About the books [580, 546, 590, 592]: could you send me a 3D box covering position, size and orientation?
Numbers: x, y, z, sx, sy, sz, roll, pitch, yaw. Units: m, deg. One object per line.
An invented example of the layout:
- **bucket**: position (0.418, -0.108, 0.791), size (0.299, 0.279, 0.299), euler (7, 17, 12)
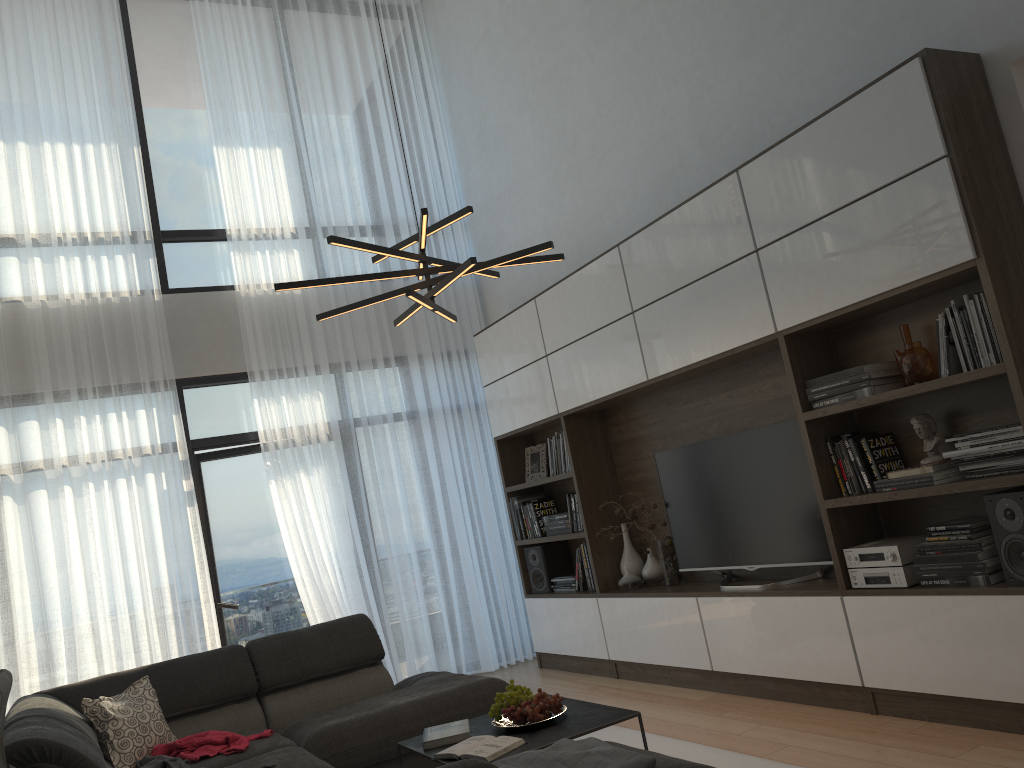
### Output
- **books**: position (0.571, 1.204, 5.877), size (0.213, 0.301, 0.028), euler (-7, -9, -28)

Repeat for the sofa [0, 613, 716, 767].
- **sofa**: position (-0.698, 1.265, 3.186), size (2.108, 0.995, 3.169), euler (-7, -9, -28)

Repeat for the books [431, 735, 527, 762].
- **books**: position (-0.117, 1.283, 3.127), size (0.294, 0.025, 0.199), euler (-18, -10, 40)

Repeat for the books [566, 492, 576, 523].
- **books**: position (0.463, 0.843, 5.890), size (0.197, 0.260, 0.066), euler (-7, -9, -28)

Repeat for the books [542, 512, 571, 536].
- **books**: position (0.405, 0.947, 6.102), size (0.277, 0.137, 0.343), euler (-7, -9, -28)

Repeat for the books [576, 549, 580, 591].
- **books**: position (0.534, 1.233, 5.986), size (0.232, 0.284, 0.142), euler (-7, -9, -28)

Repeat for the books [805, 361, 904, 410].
- **books**: position (1.513, 0.006, 3.884), size (0.277, 0.137, 0.343), euler (-6, -9, -33)

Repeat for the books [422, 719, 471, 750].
- **books**: position (-0.252, 1.348, 3.417), size (0.179, 0.029, 0.225), euler (-11, -8, -6)

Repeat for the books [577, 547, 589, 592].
- **books**: position (0.541, 1.222, 5.933), size (0.210, 0.289, 0.100), euler (-7, -9, -29)

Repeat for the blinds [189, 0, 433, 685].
- **blinds**: position (-1.485, -0.485, 6.494), size (0.589, 5.579, 0.858), euler (-18, -10, 38)

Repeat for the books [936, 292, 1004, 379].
- **books**: position (1.787, -0.198, 3.362), size (0.201, 0.287, 0.332), euler (-7, -9, -28)

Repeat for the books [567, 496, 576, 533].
- **books**: position (0.450, 0.851, 5.856), size (0.172, 0.242, 0.069), euler (-7, -9, -27)

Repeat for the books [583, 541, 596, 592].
- **books**: position (0.604, 1.176, 5.827), size (0.237, 0.326, 0.026), euler (-7, -9, -28)

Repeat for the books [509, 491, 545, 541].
- **books**: position (0.137, 0.969, 6.508), size (0.259, 0.321, 0.128), euler (-7, -9, -28)

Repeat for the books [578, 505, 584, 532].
- **books**: position (0.524, 0.813, 5.763), size (0.197, 0.260, 0.066), euler (-7, -9, -28)

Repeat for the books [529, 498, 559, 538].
- **books**: position (0.246, 0.945, 6.269), size (0.191, 0.249, 0.083), euler (-7, -9, -28)

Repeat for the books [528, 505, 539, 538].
- **books**: position (0.228, 0.957, 6.297), size (0.177, 0.242, 0.066), euler (-7, -9, -29)

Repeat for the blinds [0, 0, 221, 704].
- **blinds**: position (-2.937, -0.292, 5.794), size (1.374, 5.581, 0.218), euler (-7, -9, -31)

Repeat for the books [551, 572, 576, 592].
- **books**: position (0.416, 1.375, 6.151), size (0.204, 0.099, 0.325), euler (-7, -9, -28)

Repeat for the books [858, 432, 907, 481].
- **books**: position (1.614, 0.334, 3.833), size (0.179, 0.233, 0.077), euler (-7, -9, -28)

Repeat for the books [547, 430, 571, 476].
- **books**: position (0.396, 0.462, 6.103), size (0.185, 0.299, 0.367), euler (-7, -9, -28)

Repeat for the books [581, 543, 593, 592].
- **books**: position (0.588, 1.189, 5.853), size (0.237, 0.314, 0.034), euler (-7, -9, -28)

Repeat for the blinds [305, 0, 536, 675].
- **blinds**: position (-0.745, -0.563, 6.986), size (1.163, 5.581, 0.218), euler (-7, -9, -31)

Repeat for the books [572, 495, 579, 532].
- **books**: position (0.482, 0.837, 5.819), size (0.179, 0.243, 0.071), euler (-7, -9, -29)

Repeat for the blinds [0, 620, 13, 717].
- **blinds**: position (-3.872, -0.181, 5.257), size (1.223, 5.581, 0.218), euler (-7, -9, -31)

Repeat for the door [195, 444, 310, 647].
- **door**: position (-1.610, 1.391, 6.444), size (1.118, 1.976, 0.206), euler (-9, -8, -18)

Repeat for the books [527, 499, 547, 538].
- **books**: position (0.220, 0.957, 6.327), size (0.193, 0.255, 0.066), euler (-7, -9, -29)

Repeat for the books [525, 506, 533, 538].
- **books**: position (0.196, 0.977, 6.369), size (0.170, 0.236, 0.049), euler (-7, -9, -28)

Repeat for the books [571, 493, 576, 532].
- **books**: position (0.481, 0.836, 5.848), size (0.192, 0.254, 0.075), euler (-7, -9, -29)

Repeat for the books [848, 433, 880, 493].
- **books**: position (1.570, 0.340, 3.847), size (0.177, 0.242, 0.066), euler (-7, -9, -29)

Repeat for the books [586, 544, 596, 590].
- **books**: position (0.619, 1.175, 5.800), size (0.239, 0.315, 0.034), euler (-7, -9, -28)

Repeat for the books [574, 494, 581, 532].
- **books**: position (0.509, 0.825, 5.791), size (0.191, 0.249, 0.084), euler (-7, -9, -28)

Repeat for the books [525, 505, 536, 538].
- **books**: position (0.199, 0.969, 6.346), size (0.169, 0.242, 0.050), euler (-7, -9, -29)

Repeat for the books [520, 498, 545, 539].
- **books**: position (0.177, 0.972, 6.425), size (0.202, 0.268, 0.053), euler (-7, -9, -29)

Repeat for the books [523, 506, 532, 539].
- **books**: position (0.191, 0.981, 6.393), size (0.189, 0.240, 0.053), euler (-7, -9, -28)
